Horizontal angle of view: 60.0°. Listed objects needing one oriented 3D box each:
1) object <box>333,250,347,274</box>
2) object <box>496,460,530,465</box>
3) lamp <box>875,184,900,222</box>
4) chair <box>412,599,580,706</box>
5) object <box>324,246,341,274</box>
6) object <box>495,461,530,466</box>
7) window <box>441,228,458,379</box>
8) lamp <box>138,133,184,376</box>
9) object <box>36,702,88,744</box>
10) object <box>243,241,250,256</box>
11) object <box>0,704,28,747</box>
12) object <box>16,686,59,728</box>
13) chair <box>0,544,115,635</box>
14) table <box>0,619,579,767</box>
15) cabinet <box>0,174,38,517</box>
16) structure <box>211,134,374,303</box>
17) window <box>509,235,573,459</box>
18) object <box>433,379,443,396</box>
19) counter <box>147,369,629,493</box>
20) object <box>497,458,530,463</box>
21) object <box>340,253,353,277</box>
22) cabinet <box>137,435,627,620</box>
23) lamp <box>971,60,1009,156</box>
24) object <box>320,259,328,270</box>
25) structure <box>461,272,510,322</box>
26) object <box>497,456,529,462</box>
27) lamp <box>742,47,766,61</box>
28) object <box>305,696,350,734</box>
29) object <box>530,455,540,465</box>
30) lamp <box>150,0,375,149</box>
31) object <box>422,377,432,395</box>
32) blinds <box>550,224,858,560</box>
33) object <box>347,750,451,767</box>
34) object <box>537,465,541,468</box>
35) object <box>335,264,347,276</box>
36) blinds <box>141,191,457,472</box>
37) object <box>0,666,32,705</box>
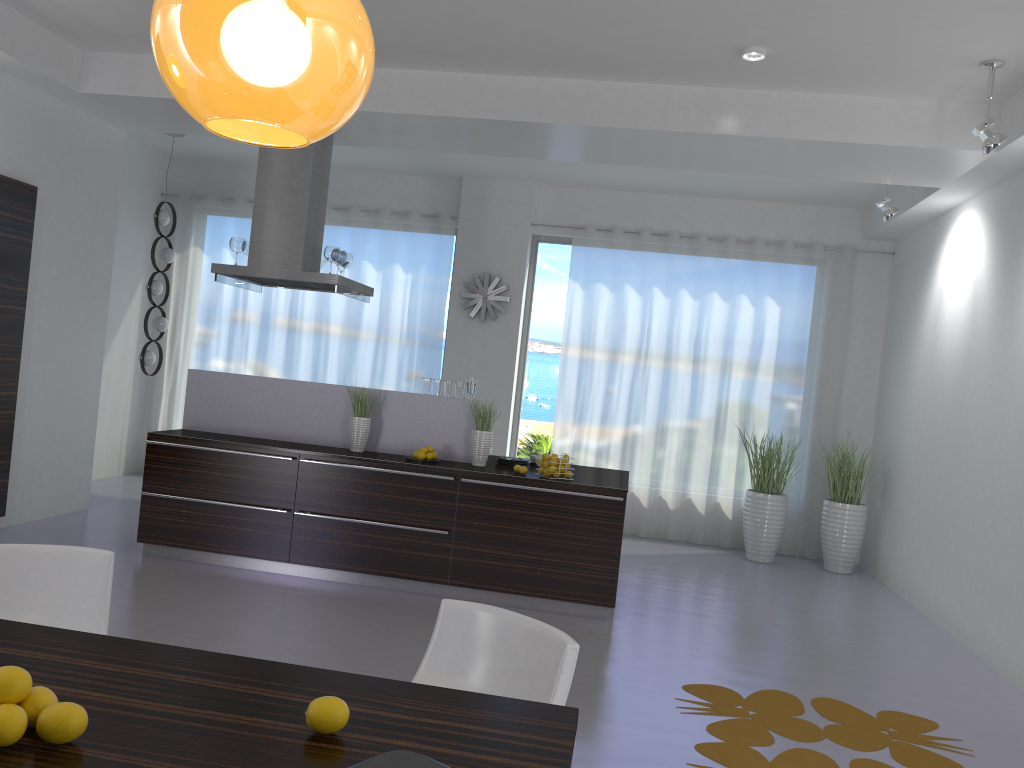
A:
[{"bbox_3d":[-1.340,-0.920,6.837,0.125,0.221,0.125,6,1,33],"label":"object"},{"bbox_3d":[0.005,0.570,6.452,0.232,0.020,0.232,6,1,16],"label":"object"},{"bbox_3d":[2.940,-1.513,6.904,0.185,0.511,0.150,6,1,8],"label":"lamp"},{"bbox_3d":[-0.201,1.059,2.404,0.508,0.805,0.620,6,1,43],"label":"chair"},{"bbox_3d":[-1.360,-0.921,6.681,0.125,0.221,0.125,6,1,33],"label":"object"},{"bbox_3d":[0.004,0.580,6.453,0.232,0.020,0.232,6,1,16],"label":"object"},{"bbox_3d":[-2.126,-0.567,9.715,3.000,2.500,0.100,6,1,8],"label":"window"},{"bbox_3d":[-3.412,-1.259,8.648,0.180,2.370,0.367,6,1,1],"label":"lamp"},{"bbox_3d":[-0.784,0.590,1.544,0.083,0.068,0.070,6,1,12],"label":"object"},{"bbox_3d":[-2.045,-0.995,6.911,0.125,0.221,0.125,6,1,33],"label":"object"},{"bbox_3d":[-0.866,0.582,1.513,0.070,0.068,0.083,6,1,-23],"label":"object"},{"bbox_3d":[-0.855,0.582,1.597,0.070,0.068,0.083,6,1,-23],"label":"object"},{"bbox_3d":[-1.480,0.924,2.589,0.508,0.805,0.620,6,1,-22],"label":"chair"},{"bbox_3d":[-0.976,0.998,1.551,2.046,0.783,1.127,6,1,8],"label":"table"},{"bbox_3d":[-4.082,-0.221,4.682,0.669,2.500,3.600,6,1,8],"label":"cabinet"},{"bbox_3d":[-1.639,-1.330,6.978,0.981,1.231,0.915,6,1,8],"label":"structure"},{"bbox_3d":[1.569,-0.176,9.208,3.000,2.500,0.100,6,1,8],"label":"window"},{"bbox_3d":[-0.533,0.025,6.345,0.071,0.119,0.072,5,1,-42],"label":"object"},{"bbox_3d":[-0.814,0.707,6.508,3.291,1.300,1.302,6,1,8],"label":"counter"},{"bbox_3d":[0.006,0.560,6.452,0.232,0.020,0.232,6,1,11],"label":"object"},{"bbox_3d":[-1.320,-0.919,6.983,0.125,0.221,0.125,6,1,33],"label":"object"},{"bbox_3d":[-0.841,0.930,6.500,3.285,0.852,1.377,6,1,8],"label":"cabinet"},{"bbox_3d":[2.669,-1.522,4.922,0.185,0.511,0.150,6,1,8],"label":"lamp"},{"bbox_3d":[-1.577,-0.925,7.242,0.137,0.174,0.137,6,1,-27],"label":"object"},{"bbox_3d":[-0.276,-0.893,9.122,0.505,0.505,0.076,6,1,8],"label":"structure"},{"bbox_3d":[-0.143,0.470,6.553,0.646,0.147,0.269,6,1,33],"label":"object"},{"bbox_3d":[1.391,-1.898,5.099,0.132,0.035,0.132,6,1,-20],"label":"lamp"},{"bbox_3d":[-0.354,0.634,1.698,0.083,0.068,0.070,6,1,12],"label":"object"},{"bbox_3d":[0.171,0.571,6.682,0.153,0.069,0.153,6,1,41],"label":"object"},{"bbox_3d":[-0.339,-1.234,1.471,0.358,1.645,0.359,6,1,19],"label":"lamp"},{"bbox_3d":[-0.613,0.016,6.356,0.072,0.119,0.071,6,1,-32],"label":"object"},{"bbox_3d":[1.868,0.046,8.940,2.830,3.112,0.120,6,1,8],"label":"blinds"},{"bbox_3d":[-0.179,0.680,1.483,0.232,0.020,0.232,6,1,36],"label":"object"},{"bbox_3d":[0.269,0.584,6.427,0.153,0.069,0.153,6,1,-19],"label":"object"},{"bbox_3d":[-1.391,-0.906,7.216,0.137,0.174,0.137,6,1,-27],"label":"object"},{"bbox_3d":[-2.336,-0.399,9.517,3.245,3.112,0.120,6,1,8],"label":"blinds"},{"bbox_3d":[-0.892,0.533,1.564,0.083,0.068,0.070,6,1,12],"label":"object"}]
